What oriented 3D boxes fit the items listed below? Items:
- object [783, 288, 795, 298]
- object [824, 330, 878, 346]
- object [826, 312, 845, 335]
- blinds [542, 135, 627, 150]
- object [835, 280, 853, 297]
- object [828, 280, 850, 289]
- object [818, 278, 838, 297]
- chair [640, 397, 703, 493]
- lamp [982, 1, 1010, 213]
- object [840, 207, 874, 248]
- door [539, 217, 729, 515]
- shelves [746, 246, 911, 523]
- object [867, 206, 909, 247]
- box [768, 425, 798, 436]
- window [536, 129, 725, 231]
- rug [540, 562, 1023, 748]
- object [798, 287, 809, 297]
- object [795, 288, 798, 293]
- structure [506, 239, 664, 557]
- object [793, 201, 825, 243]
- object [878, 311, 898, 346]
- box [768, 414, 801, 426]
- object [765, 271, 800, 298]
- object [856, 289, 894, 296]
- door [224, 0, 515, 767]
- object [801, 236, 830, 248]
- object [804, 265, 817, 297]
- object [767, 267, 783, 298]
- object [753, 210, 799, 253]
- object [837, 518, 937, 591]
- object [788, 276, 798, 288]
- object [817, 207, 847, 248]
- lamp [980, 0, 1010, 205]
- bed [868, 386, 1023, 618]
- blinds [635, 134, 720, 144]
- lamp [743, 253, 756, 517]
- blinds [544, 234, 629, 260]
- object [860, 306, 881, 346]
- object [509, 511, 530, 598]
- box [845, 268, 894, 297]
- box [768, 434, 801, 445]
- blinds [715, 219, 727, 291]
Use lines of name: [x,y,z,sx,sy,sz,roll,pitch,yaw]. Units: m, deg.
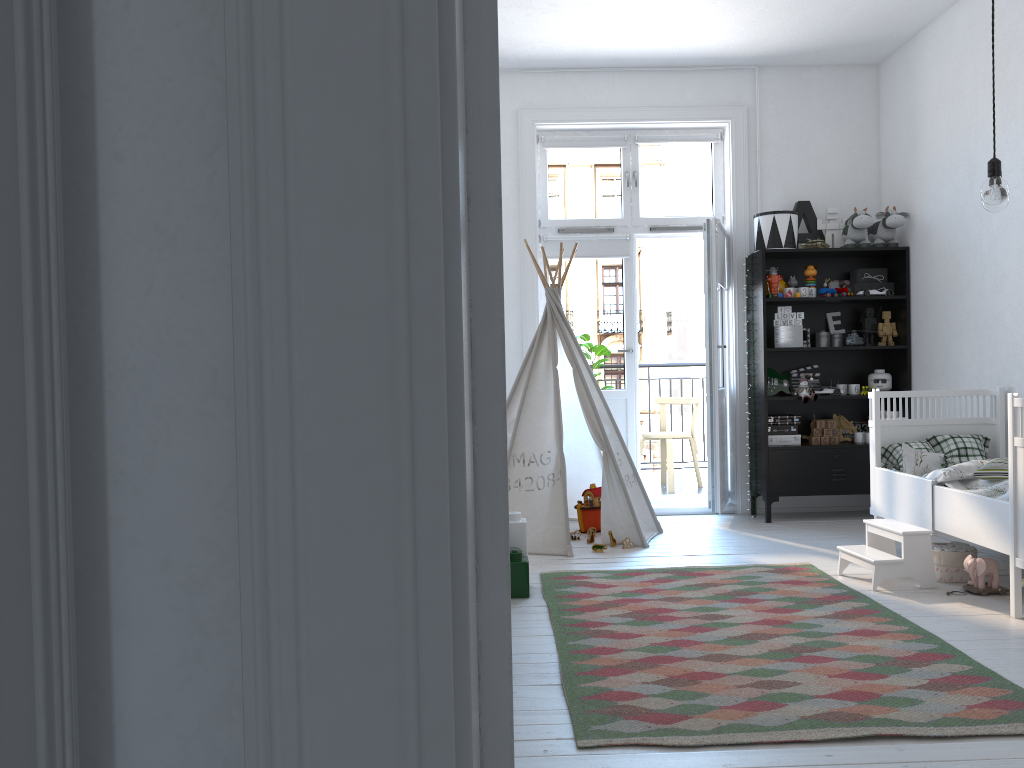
object: [1.724,-0.563,5.520,0.067,0.067,0.067,-1,1,-1]
object: [2.153,-0.286,5.588,0.368,0.106,0.349,-1,1,0]
object: [2.096,-0.393,5.744,0.107,0.151,0.055,-1,1,-2]
blinds: [0.481,-1.603,5.878,0.565,0.087,0.032,-1,1,-2]
object: [2.087,-0.600,5.595,0.087,0.112,0.122,-2,1,-31]
object: [2.231,-0.610,5.755,0.347,0.132,0.037,-1,1,-2]
object: [1.979,-0.597,5.550,0.121,0.126,0.087,-2,1,-24]
chair: [1.227,0.461,6.979,0.436,0.715,0.498,0,1,43]
lamp: [1.144,-1.279,3.237,0.074,1.530,1.381,-2,1,-27]
object: [2.146,-0.960,5.538,0.154,0.253,0.370,-1,1,7]
door: [0.817,-0.110,5.684,1.264,1.839,0.636,-1,1,0]
shelves: [1.996,0.003,5.607,0.911,1.678,0.353,-1,1,-2]
object: [2.298,-0.964,5.546,0.211,0.253,0.386,-2,1,-18]
box: [1.678,0.290,5.623,0.215,0.062,0.179,-1,1,-2]
window: [0.791,-1.361,5.910,1.263,0.660,0.101,-1,1,-2]
rug: [0.798,0.882,3.230,1.320,0.016,2.028,-1,0,-1]
object: [1.812,-0.564,5.507,0.067,0.067,0.067,-1,1,-1]
object: [1.776,-0.564,5.565,0.067,0.067,0.067,-2,1,-27]
structure: [0.252,0.018,5.139,1.143,1.750,1.143,-2,1,-26]
object: [1.882,-1.005,5.726,0.343,0.344,0.057,-1,1,-2]
object: [2.362,-0.348,5.581,0.114,0.221,0.052,-1,1,-2]
box: [1.696,0.228,5.623,0.215,0.062,0.179,-1,1,-2]
object: [1.667,-0.626,5.588,0.197,0.197,0.318,-1,1,-5]
object: [2.254,-0.564,5.511,0.230,0.048,0.098,-1,1,-12]
door: [0.334,-0.164,0.979,1.022,2.177,1.040,-1,1,-2]
object: [1.891,-0.882,5.545,0.121,0.100,0.338,-1,1,33]
object: [1.868,-0.639,5.547,0.077,0.213,0.077,-1,1,32]
object: [1.635,-0.629,5.517,0.105,0.203,0.072,-1,1,6]
object: [1.693,-0.958,5.647,0.272,0.259,0.395,-1,1,27]
object: [1.637,0.742,3.892,0.288,0.245,0.332,-1,1,-6]
object: [1.795,-0.612,5.668,0.063,0.160,0.063,-2,1,-23]
object: [2.056,-0.982,5.700,0.190,0.290,0.065,-1,1,3]
lamp: [1.075,-1.277,3.116,0.074,1.530,1.381,-2,1,-27]
bed: [2.162,0.438,3.871,0.670,0.833,1.404,-1,1,-2]
blinds: [1.101,-1.630,5.894,0.565,0.060,0.032,-1,1,-2]
lamp: [1.968,0.000,5.670,0.985,1.684,0.095,-1,1,-4]
blinds: [0.496,-0.909,5.890,0.565,0.158,0.032,-1,1,-2]
object: [2.284,-0.366,5.641,0.117,0.259,0.081,-1,1,-2]
object: [-0.054,0.732,3.842,0.246,0.332,0.246,-1,1,-2]
box: [2.285,-0.637,5.650,0.251,0.189,0.179,-1,1,-2]
box: [1.699,0.350,5.624,0.215,0.062,0.179,-1,1,-2]
blinds: [1.337,-0.810,5.631,0.032,0.390,0.565,-1,1,18]
